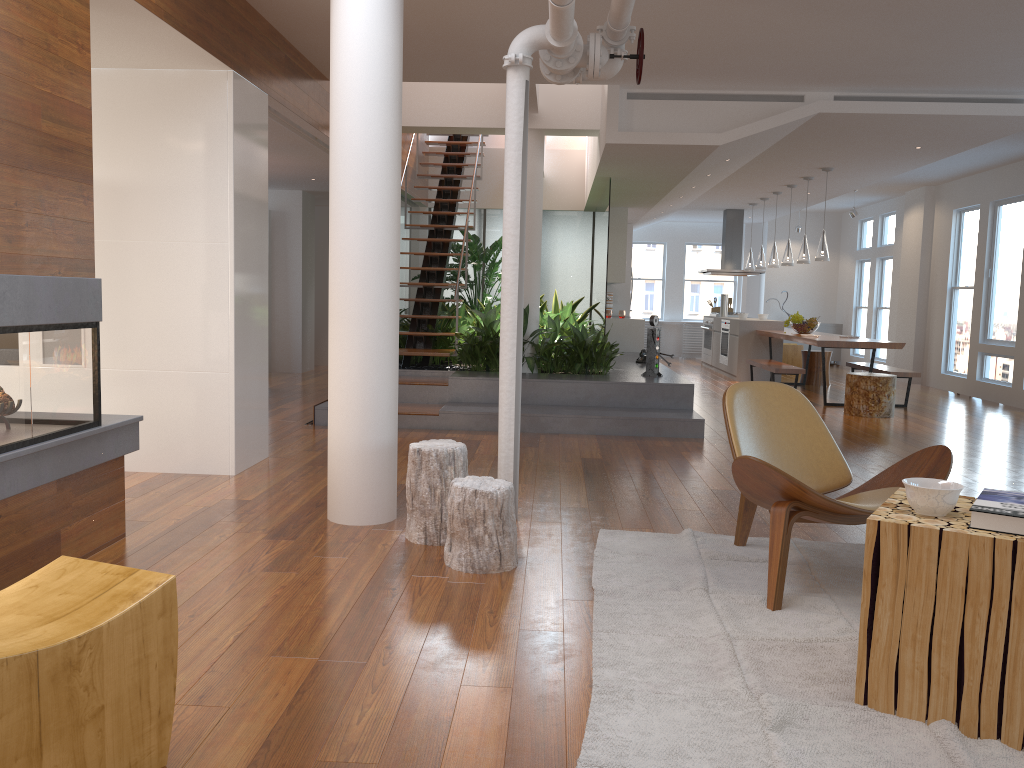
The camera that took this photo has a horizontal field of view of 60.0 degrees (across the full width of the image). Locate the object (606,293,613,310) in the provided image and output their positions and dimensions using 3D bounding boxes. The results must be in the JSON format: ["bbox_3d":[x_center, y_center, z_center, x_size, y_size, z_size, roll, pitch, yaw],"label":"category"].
[{"bbox_3d":[1.410,-1.223,13.595,0.267,0.356,0.266,5,6,28],"label":"object"}]

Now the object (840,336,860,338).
[{"bbox_3d":[3.792,-0.525,9.949,0.222,0.020,0.222,1,6,-5],"label":"object"}]

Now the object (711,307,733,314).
[{"bbox_3d":[3.489,-1.206,14.726,0.353,0.157,0.084,2,6,3],"label":"object"}]

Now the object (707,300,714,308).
[{"bbox_3d":[3.336,-1.274,14.735,0.199,0.259,0.016,3,6,13],"label":"object"}]

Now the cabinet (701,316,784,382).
[{"bbox_3d":[3.421,-0.581,13.417,0.597,0.832,2.936,2,6,3],"label":"cabinet"}]

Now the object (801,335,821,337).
[{"bbox_3d":[3.373,-0.542,10.016,0.222,0.020,0.222,7,8,43],"label":"object"}]

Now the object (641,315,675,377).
[{"bbox_3d":[1.359,-0.346,8.143,0.318,0.565,0.134,6,7,39],"label":"object"}]

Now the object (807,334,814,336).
[{"bbox_3d":[3.374,-0.549,10.015,0.070,0.030,0.079,-2,7,-34],"label":"object"}]

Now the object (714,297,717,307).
[{"bbox_3d":[3.373,-1.290,14.734,0.055,0.299,0.027,2,6,3],"label":"object"}]

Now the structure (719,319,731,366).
[{"bbox_3d":[3.111,-0.609,12.923,0.072,0.648,0.644,2,6,3],"label":"structure"}]

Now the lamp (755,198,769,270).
[{"bbox_3d":[3.522,-2.141,12.451,0.160,1.060,0.160,5,7,29],"label":"lamp"}]

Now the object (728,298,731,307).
[{"bbox_3d":[3.590,-1.280,14.707,0.068,0.298,0.039,2,6,3],"label":"object"}]

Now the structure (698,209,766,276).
[{"bbox_3d":[3.516,-2.440,14.128,0.909,1.405,0.900,2,6,3],"label":"structure"}]

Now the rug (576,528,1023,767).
[{"bbox_3d":[1.918,0.881,2.216,3.525,0.057,3.478,2,6,7],"label":"rug"}]

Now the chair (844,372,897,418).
[{"bbox_3d":[3.516,0.104,8.712,0.460,0.400,0.460,3,6,13],"label":"chair"}]

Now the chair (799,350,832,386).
[{"bbox_3d":[4.071,-0.217,11.887,0.396,0.455,0.402,1,6,-7],"label":"chair"}]

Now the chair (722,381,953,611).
[{"bbox_3d":[1.256,0.407,3.436,0.856,0.752,0.867,2,6,8],"label":"chair"}]

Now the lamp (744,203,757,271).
[{"bbox_3d":[3.557,-2.212,13.170,0.160,1.060,0.160,5,7,29],"label":"lamp"}]

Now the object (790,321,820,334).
[{"bbox_3d":[3.620,-0.694,10.970,0.360,0.159,0.360,-2,7,-34],"label":"object"}]

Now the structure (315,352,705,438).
[{"bbox_3d":[0.106,-0.068,9.782,3.088,0.386,5.584,2,6,3],"label":"structure"}]

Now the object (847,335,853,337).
[{"bbox_3d":[3.792,-0.531,9.949,0.070,0.030,0.079,-4,8,-44],"label":"object"}]

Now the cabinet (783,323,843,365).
[{"bbox_3d":[5.210,-0.741,15.981,1.309,0.725,0.420,2,6,3],"label":"cabinet"}]

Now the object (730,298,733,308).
[{"bbox_3d":[3.627,-1.281,14.723,0.057,0.294,0.030,2,6,3],"label":"object"}]

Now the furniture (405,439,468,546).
[{"bbox_3d":[-0.320,0.472,3.914,0.290,0.418,0.298,-2,7,-34],"label":"furniture"}]

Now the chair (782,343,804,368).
[{"bbox_3d":[4.385,-0.420,14.080,0.344,0.430,0.549,2,6,7],"label":"chair"}]

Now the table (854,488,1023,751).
[{"bbox_3d":[1.280,0.621,2.395,0.548,0.534,0.489,5,7,33],"label":"table"}]

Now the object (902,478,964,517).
[{"bbox_3d":[1.132,0.308,2.392,0.152,0.082,0.152,-3,7,-36],"label":"object"}]

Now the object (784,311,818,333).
[{"bbox_3d":[3.597,-0.759,10.979,0.394,0.284,0.292,-2,7,-33],"label":"object"}]

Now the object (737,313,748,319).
[{"bbox_3d":[3.237,-0.946,12.429,0.152,0.082,0.152,7,8,42],"label":"object"}]

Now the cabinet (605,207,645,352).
[{"bbox_3d":[1.551,-1.403,14.024,0.676,2.280,4.565,2,6,3],"label":"cabinet"}]

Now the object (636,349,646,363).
[{"bbox_3d":[1.454,-0.313,9.868,0.216,0.155,0.181,-2,7,-32],"label":"object"}]

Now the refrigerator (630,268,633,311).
[{"bbox_3d":[1.636,-1.259,14.781,0.725,1.772,0.908,2,6,3],"label":"refrigerator"}]

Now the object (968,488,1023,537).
[{"bbox_3d":[1.360,0.340,2.299,0.279,0.048,0.334,5,7,33],"label":"object"}]

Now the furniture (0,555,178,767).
[{"bbox_3d":[-1.015,0.653,1.820,0.344,0.430,0.549,4,6,21],"label":"furniture"}]

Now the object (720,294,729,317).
[{"bbox_3d":[3.318,-1.220,13.824,0.172,0.356,0.120,-3,7,-39],"label":"object"}]

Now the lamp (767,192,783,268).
[{"bbox_3d":[3.486,-2.071,11.732,0.160,1.060,0.160,5,7,29],"label":"lamp"}]

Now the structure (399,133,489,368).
[{"bbox_3d":[-0.018,-2.214,10.245,2.552,4.265,4.591,2,6,3],"label":"structure"}]

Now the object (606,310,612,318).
[{"bbox_3d":[1.310,-0.952,12.047,0.094,0.106,0.094,2,6,8],"label":"object"}]

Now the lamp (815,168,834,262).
[{"bbox_3d":[3.380,-1.860,9.576,0.160,1.060,0.160,5,7,29],"label":"lamp"}]

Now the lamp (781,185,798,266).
[{"bbox_3d":[3.451,-2.001,11.014,0.160,1.060,0.160,5,7,29],"label":"lamp"}]

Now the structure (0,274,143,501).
[{"bbox_3d":[-2.059,-0.026,3.183,0.844,0.737,1.382,2,6,3],"label":"structure"}]

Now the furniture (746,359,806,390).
[{"bbox_3d":[2.963,-0.036,10.072,0.316,0.389,1.433,2,6,3],"label":"furniture"}]

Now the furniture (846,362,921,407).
[{"bbox_3d":[4.154,0.001,10.017,0.316,0.389,1.433,2,6,3],"label":"furniture"}]

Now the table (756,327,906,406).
[{"bbox_3d":[3.685,-0.371,12.020,0.893,0.704,5.996,2,6,3],"label":"table"}]

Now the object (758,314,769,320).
[{"bbox_3d":[3.480,-0.926,12.295,0.152,0.082,0.152,-3,7,-36],"label":"object"}]

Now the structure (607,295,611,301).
[{"bbox_3d":[1.324,-1.076,13.056,0.248,0.536,0.115,2,6,3],"label":"structure"}]

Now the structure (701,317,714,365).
[{"bbox_3d":[3.426,-0.695,14.319,0.649,0.735,0.890,2,6,3],"label":"structure"}]

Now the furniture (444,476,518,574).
[{"bbox_3d":[-0.118,0.555,3.556,0.294,0.333,0.292,-1,6,-27],"label":"furniture"}]

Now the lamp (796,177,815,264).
[{"bbox_3d":[3.416,-1.930,10.295,0.160,1.060,0.160,5,7,29],"label":"lamp"}]

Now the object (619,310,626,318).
[{"bbox_3d":[1.489,-0.942,11.992,0.094,0.106,0.094,2,6,8],"label":"object"}]

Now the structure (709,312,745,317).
[{"bbox_3d":[3.480,-1.119,14.287,0.520,0.073,0.650,2,6,3],"label":"structure"}]

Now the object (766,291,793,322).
[{"bbox_3d":[4.841,-1.390,15.891,0.590,0.563,0.210,-1,6,-26],"label":"object"}]
